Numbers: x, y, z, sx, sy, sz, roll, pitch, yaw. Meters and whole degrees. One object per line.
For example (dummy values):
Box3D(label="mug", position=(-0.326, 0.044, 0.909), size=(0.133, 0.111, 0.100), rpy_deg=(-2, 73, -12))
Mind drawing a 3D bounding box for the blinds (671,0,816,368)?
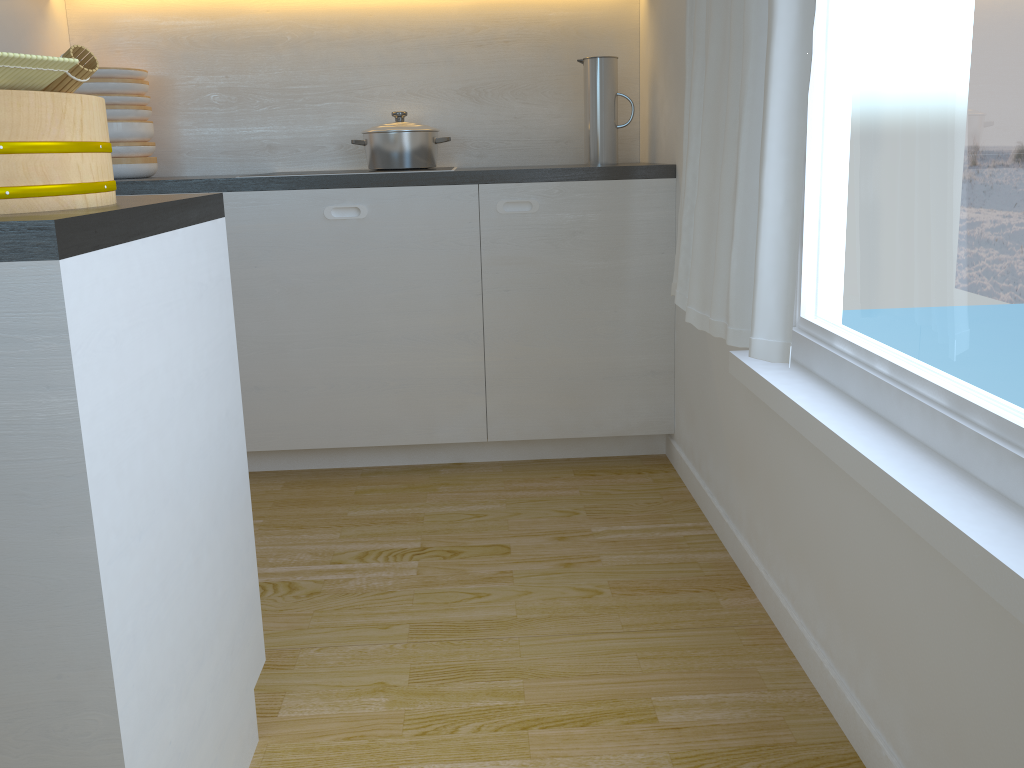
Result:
Box3D(label="blinds", position=(0.418, -1.174, 1.768), size=(0.150, 2.133, 0.805), rpy_deg=(-2, 12, -2))

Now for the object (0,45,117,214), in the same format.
Box3D(label="object", position=(-0.688, -0.322, 1.098), size=(0.430, 0.211, 0.383), rpy_deg=(5, 15, 25))

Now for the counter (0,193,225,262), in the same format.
Box3D(label="counter", position=(-1.661, -0.172, 1.124), size=(2.400, 0.039, 0.609), rpy_deg=(-2, 15, -2))

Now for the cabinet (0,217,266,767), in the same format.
Box3D(label="cabinet", position=(-1.648, 0.288, 1.217), size=(2.400, 0.899, 0.608), rpy_deg=(-2, 12, -2))

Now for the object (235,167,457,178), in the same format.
Box3D(label="object", position=(-0.513, -0.699, 2.933), size=(0.654, 0.013, 0.569), rpy_deg=(-2, 15, -2))

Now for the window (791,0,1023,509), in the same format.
Box3D(label="window", position=(0.677, -0.660, 0.489), size=(0.088, 1.893, 2.763), rpy_deg=(-2, 14, -2))

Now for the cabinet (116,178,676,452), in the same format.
Box3D(label="cabinet", position=(-1.122, -0.952, 2.788), size=(3.201, 2.273, 0.487), rpy_deg=(-2, 12, -2))

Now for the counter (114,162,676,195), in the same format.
Box3D(label="counter", position=(-0.516, -0.681, 2.933), size=(2.000, 0.039, 0.608), rpy_deg=(-2, 15, -2))
